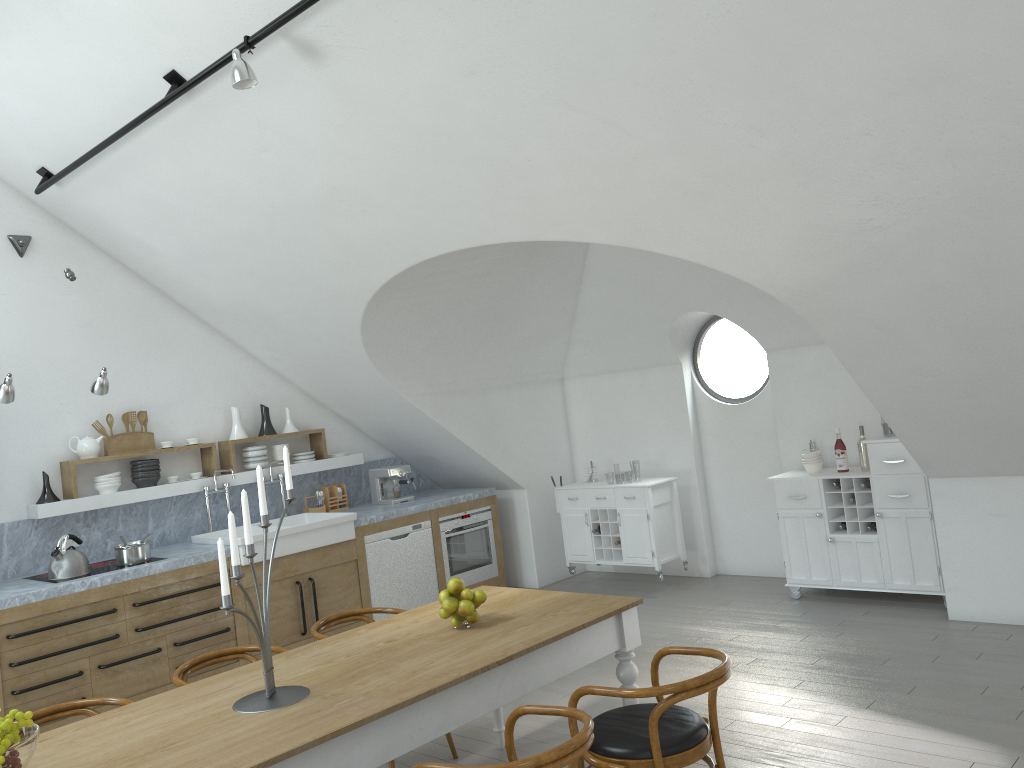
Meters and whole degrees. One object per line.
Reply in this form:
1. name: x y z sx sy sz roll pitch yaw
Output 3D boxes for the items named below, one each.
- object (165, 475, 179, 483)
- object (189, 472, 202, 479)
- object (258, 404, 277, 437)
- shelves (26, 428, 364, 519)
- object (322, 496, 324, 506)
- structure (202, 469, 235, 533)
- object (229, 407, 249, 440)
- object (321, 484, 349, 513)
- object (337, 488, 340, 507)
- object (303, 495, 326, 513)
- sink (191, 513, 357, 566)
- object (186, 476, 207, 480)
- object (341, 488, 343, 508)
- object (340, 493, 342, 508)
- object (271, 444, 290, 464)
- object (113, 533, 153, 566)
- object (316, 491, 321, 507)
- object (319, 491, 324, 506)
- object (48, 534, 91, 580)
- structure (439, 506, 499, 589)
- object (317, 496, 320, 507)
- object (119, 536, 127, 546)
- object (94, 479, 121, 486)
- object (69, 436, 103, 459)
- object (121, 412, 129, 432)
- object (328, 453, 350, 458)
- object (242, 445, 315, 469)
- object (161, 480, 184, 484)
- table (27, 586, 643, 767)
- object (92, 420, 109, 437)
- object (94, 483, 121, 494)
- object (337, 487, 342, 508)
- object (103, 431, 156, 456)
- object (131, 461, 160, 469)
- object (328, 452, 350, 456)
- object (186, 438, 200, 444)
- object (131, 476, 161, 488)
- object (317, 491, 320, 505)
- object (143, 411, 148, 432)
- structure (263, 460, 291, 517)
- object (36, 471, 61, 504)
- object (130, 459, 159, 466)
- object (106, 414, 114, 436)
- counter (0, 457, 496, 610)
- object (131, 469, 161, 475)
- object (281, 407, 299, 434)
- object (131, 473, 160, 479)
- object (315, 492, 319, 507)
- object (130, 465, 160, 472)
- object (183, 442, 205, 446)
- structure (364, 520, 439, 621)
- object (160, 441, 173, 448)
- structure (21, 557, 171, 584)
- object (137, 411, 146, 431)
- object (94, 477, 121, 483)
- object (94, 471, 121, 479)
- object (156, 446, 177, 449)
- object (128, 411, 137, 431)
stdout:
1. object: -2.598 0.730 6.783 0.098 0.049 0.098 -8 -2 41
2. object: -2.467 0.717 6.924 0.098 0.049 0.098 -8 -2 41
3. object: -2.059 0.298 7.417 0.156 0.268 0.155 -5 -3 -42
4. shelves: -3.275 0.233 5.948 0.479 1.363 5.556 -9 -2 38
5. object: -1.624 1.026 7.612 0.044 0.179 0.019 -8 -3 28
6. structure: -2.176 0.915 6.823 0.332 0.530 0.214 -8 -3 24
7. object: -2.241 0.317 7.228 0.156 0.268 0.156 -8 -3 32
8. object: -1.555 1.000 7.767 0.103 0.223 0.200 -9 -3 43
9. object: -1.518 1.006 7.791 0.018 0.196 0.023 -5 -3 -39
10. object: -1.695 1.040 7.597 0.173 0.171 0.100 -5 -3 -45
11. sink: -1.795 1.171 6.769 0.725 0.202 1.022 -8 -2 43
12. object: -2.464 0.740 6.923 0.164 0.012 0.163 -6 -1 -29
13. object: -1.495 1.004 7.792 0.018 0.196 0.022 -10 -4 44
14. object: -1.499 1.004 7.782 0.018 0.196 0.020 -6 -3 -25
15. object: -1.937 0.588 7.437 0.158 0.160 0.154 -6 -2 -19
16. object: -2.524 1.131 6.046 0.232 0.170 0.394 -8 -1 23
17. object: -1.663 1.018 7.632 0.040 0.192 0.042 -7 -3 -9
18. object: -1.628 1.013 7.599 0.040 0.192 0.042 -7 -3 -10
19. object: -2.855 1.100 5.696 0.246 0.268 0.245 -6 -2 -37
20. structure: -0.581 1.463 7.966 0.629 0.637 0.633 -9 -3 43
21. object: -1.653 1.029 7.587 0.019 0.179 0.044 -7 -3 8
22. object: -2.606 1.115 6.012 0.235 0.167 0.051 -8 -3 38
23. object: -2.923 0.735 6.409 0.181 0.065 0.181 -7 -1 -9
24. object: -3.052 0.452 6.365 0.174 0.169 0.168 -8 -2 27
25. object: -2.863 0.358 6.607 0.040 0.300 0.061 -9 -4 41
26. object: -1.545 0.641 7.891 0.213 0.025 0.213 -8 -1 31
27. object: -1.954 0.593 7.453 0.197 0.196 0.657 -9 -2 43
28. object: -2.596 0.754 6.782 0.164 0.012 0.163 -6 -1 -29
29. table: -0.881 1.514 3.035 1.016 0.800 3.353 -9 -2 43
30. object: -2.966 0.385 6.491 0.199 0.259 0.016 -5 -3 -36
31. object: -2.920 0.758 6.408 0.181 0.064 0.181 -6 -1 -24
32. object: -1.502 1.001 7.766 0.040 0.192 0.042 -7 -3 3
33. object: -2.846 0.435 6.596 0.084 0.158 0.354 -9 -2 43
34. object: -2.738 0.633 6.626 0.205 0.084 0.205 -7 -1 -19
35. object: -1.546 0.632 7.891 0.213 0.025 0.213 -8 -1 31
36. object: -2.495 0.450 6.941 0.098 0.049 0.098 -8 -2 41
37. object: -2.727 0.733 6.615 0.205 0.072 0.206 -8 -1 31
38. object: -1.662 1.021 7.616 0.018 0.196 0.020 -5 -3 -37
39. object: -2.771 0.349 6.706 0.030 0.294 0.057 -10 -4 43
40. structure: -1.843 0.880 7.180 0.332 0.530 0.214 -8 -3 24
41. object: -3.218 0.710 6.132 0.156 0.219 0.156 -8 -2 24
42. object: -2.744 0.605 6.628 0.206 0.080 0.205 -6 -2 -44
43. object: -2.945 0.365 6.521 0.027 0.299 0.055 -10 -4 43
44. counter: -2.670 0.971 6.130 0.959 0.620 6.583 -8 -2 43
45. object: -2.728 0.679 6.615 0.205 0.086 0.205 -7 -1 -4
46. object: -1.910 0.308 7.587 0.156 0.219 0.156 -8 -2 24
47. object: -2.731 0.707 6.616 0.205 0.086 0.205 -7 -1 -9
48. object: -1.664 1.021 7.605 0.019 0.196 0.022 -9 -3 31
49. object: -2.735 0.658 6.620 0.205 0.072 0.206 -8 -1 31
50. object: -2.493 0.473 6.940 0.164 0.012 0.163 -6 -1 -29
51. structure: -1.088 1.611 7.413 0.597 0.824 0.725 -9 -3 43
52. object: -2.642 0.465 6.785 0.098 0.049 0.098 -8 -2 41
53. structure: -2.762 1.245 5.885 0.646 0.041 0.738 -8 -1 43
54. object: -2.784 0.350 6.667 0.039 0.298 0.068 -10 -4 43
55. object: -2.924 0.712 6.412 0.181 0.069 0.181 -6 -1 -29
56. object: -2.927 0.683 6.414 0.181 0.076 0.180 -7 -1 -9
57. object: -2.639 0.488 6.784 0.164 0.012 0.163 -6 -1 -29
58. object: -2.825 0.353 6.619 0.019 0.300 0.057 -10 -4 43
